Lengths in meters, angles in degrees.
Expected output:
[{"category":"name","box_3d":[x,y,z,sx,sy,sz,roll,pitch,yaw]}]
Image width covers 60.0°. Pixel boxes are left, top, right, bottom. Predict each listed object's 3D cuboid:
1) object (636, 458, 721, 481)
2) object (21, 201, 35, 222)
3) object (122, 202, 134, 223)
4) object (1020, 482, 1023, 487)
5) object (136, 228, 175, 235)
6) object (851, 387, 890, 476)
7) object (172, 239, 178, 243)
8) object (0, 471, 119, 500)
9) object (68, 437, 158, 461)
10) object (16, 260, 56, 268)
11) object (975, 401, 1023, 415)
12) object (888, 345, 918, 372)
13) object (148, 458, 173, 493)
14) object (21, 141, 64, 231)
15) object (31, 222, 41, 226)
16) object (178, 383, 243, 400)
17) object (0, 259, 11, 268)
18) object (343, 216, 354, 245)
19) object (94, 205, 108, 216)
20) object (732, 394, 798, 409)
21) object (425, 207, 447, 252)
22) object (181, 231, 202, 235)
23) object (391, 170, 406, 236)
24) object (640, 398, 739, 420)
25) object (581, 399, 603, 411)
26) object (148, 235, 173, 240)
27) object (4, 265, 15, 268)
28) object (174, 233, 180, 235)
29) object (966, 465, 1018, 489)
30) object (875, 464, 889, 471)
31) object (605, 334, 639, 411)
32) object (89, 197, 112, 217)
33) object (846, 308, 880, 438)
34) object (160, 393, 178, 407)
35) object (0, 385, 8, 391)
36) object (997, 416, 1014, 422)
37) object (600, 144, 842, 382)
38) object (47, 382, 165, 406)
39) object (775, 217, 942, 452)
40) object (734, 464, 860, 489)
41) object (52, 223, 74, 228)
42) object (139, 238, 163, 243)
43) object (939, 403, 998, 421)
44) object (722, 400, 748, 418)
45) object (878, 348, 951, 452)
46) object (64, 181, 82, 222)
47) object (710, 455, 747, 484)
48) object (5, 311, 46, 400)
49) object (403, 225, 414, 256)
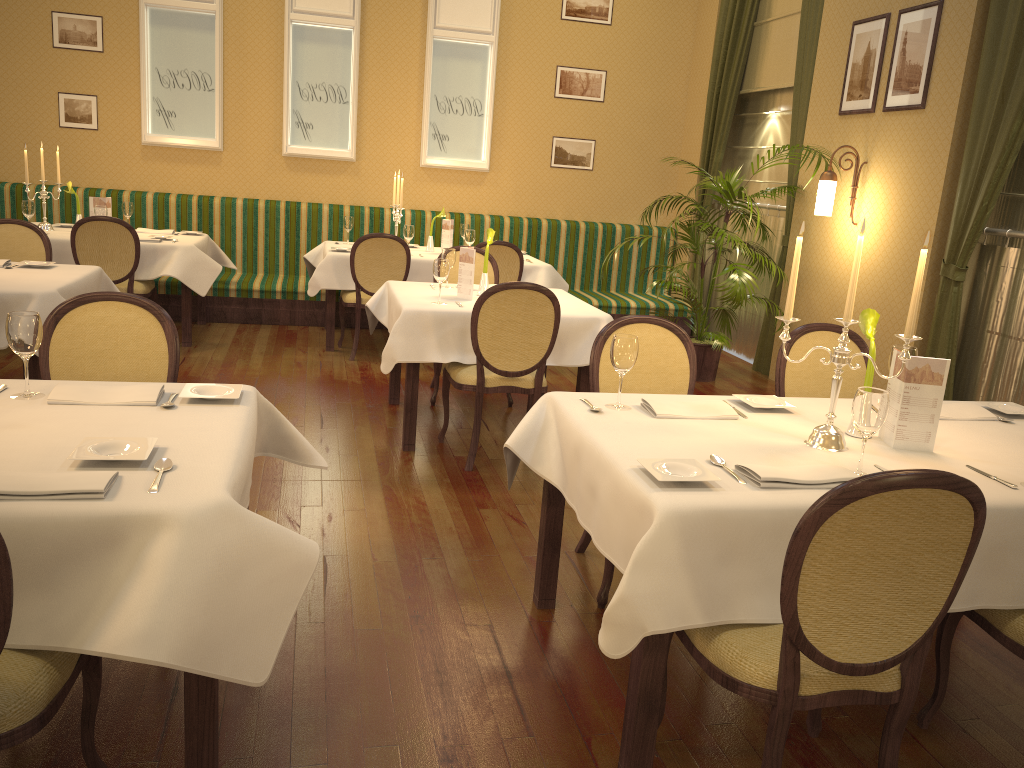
[{"category":"object","box_3d":[0.402,0.218,2.158,0.160,0.024,0.160,1,14,-13]},{"category":"object","box_3d":[-3.439,-1.186,6.312,0.088,0.229,0.088,14,16,34]},{"category":"object","box_3d":[-3.042,-1.325,7.025,0.088,0.229,0.088,12,15,28]},{"category":"object","box_3d":[1.381,0.159,2.285,0.088,0.229,0.088,14,16,34]},{"category":"object","box_3d":[-2.848,-1.219,7.083,0.273,0.033,0.142,1,14,-13]},{"category":"object","box_3d":[0.903,0.126,2.263,0.088,0.229,0.088,14,16,34]},{"category":"object","box_3d":[-2.490,-1.053,6.534,0.038,0.015,0.181,2,14,-11]},{"category":"object","box_3d":[-0.956,0.199,1.793,0.273,0.024,0.142,1,14,-13]},{"category":"object","box_3d":[-0.893,0.155,1.995,0.160,0.024,0.160,1,14,-13]},{"category":"object","box_3d":[-2.555,-0.639,4.762,0.160,0.024,0.160,1,14,-13]},{"category":"object","box_3d":[1.750,0.094,3.123,0.160,0.024,0.160,1,14,-13]},{"category":"object","box_3d":[1.300,-0.013,2.976,0.088,0.229,0.088,14,16,34]},{"category":"object","box_3d":[-0.755,0.194,1.893,0.038,0.015,0.181,2,14,-11]},{"category":"object","box_3d":[-3.481,-1.471,6.588,0.131,0.655,0.390,5,13,1]},{"category":"object","box_3d":[-3.785,-1.234,6.833,0.273,0.033,0.142,1,14,-13]},{"category":"object","box_3d":[-0.856,0.030,2.530,0.160,0.024,0.160,1,14,-13]},{"category":"object","box_3d":[-2.811,-0.640,4.673,0.273,0.033,0.142,1,14,-13]},{"category":"object","box_3d":[-1.368,-1.284,7.410,0.088,0.229,0.088,14,16,34]},{"category":"object","box_3d":[-2.977,-1.177,6.427,0.088,0.229,0.088,14,16,34]},{"category":"object","box_3d":[0.833,0.067,2.933,0.160,0.024,0.160,1,14,-13]},{"category":"object","box_3d":[-0.626,-1.279,7.320,0.163,0.375,0.076,-2,15,-26]},{"category":"object","box_3d":[-2.592,-1.218,7.172,0.160,0.024,0.160,1,14,-13]},{"category":"object","box_3d":[-0.929,-1.409,7.176,0.131,0.655,0.390,3,14,-7]},{"category":"object","box_3d":[0.557,0.078,2.784,0.273,0.033,0.142,1,14,-13]},{"category":"object","box_3d":[0.247,0.063,2.773,0.038,0.015,0.181,2,14,-11]},{"category":"object","box_3d":[-2.628,-1.093,6.636,0.160,0.024,0.160,1,14,-13]},{"category":"object","box_3d":[-2.646,-0.626,4.697,0.038,0.015,0.181,2,14,-11]},{"category":"object","box_3d":[-2.682,-1.205,7.107,0.038,0.015,0.181,2,14,-11]},{"category":"object","box_3d":[1.276,0.244,2.368,0.017,0.010,0.185,1,14,-13]},{"category":"object","box_3d":[0.997,0.237,2.304,0.017,0.010,0.185,1,14,-13]},{"category":"object","box_3d":[0.343,-0.037,2.763,0.088,0.229,0.088,14,16,34]},{"category":"object","box_3d":[-3.063,-1.259,6.647,0.081,0.277,0.166,15,17,37]},{"category":"object","box_3d":[1.070,-0.035,2.681,0.076,0.375,0.163,7,14,8]},{"category":"object","box_3d":[-0.947,0.042,2.465,0.038,0.015,0.181,2,14,-11]},{"category":"object","box_3d":[-1.395,0.029,2.382,0.017,0.010,0.185,2,14,-12]},{"category":"object","box_3d":[1.660,0.107,3.058,0.038,0.015,0.181,2,14,-11]},{"category":"object","box_3d":[1.547,-0.895,6.644,1.552,1.807,1.496,-4,16,-32]},{"category":"object","box_3d":[-1.112,0.028,2.441,0.273,0.033,0.142,1,14,-13]},{"category":"object","box_3d":[0.928,-0.137,2.474,0.390,0.655,0.131,17,18,41]},{"category":"object","box_3d":[0.715,0.225,2.223,0.273,0.033,0.142,1,14,-13]},{"category":"object","box_3d":[-3.509,-1.245,6.981,0.160,0.024,0.160,1,14,-13]},{"category":"object","box_3d":[-2.691,-1.048,6.434,0.273,0.024,0.142,1,14,-13]},{"category":"object","box_3d":[1.494,0.093,3.034,0.273,0.033,0.142,1,14,-13]},{"category":"object","box_3d":[0.720,0.081,2.863,0.017,0.010,0.185,2,14,-12]},{"category":"object","box_3d":[1.143,0.050,2.567,0.081,0.277,0.166,-7,18,-40]},{"category":"object","box_3d":[-3.277,-1.329,6.651,0.076,0.375,0.163,7,14,8]},{"category":"object","box_3d":[0.543,0.214,2.239,0.038,0.015,0.181,2,14,-11]},{"category":"object","box_3d":[-1.307,-0.077,2.383,0.088,0.229,0.088,14,16,34]},{"category":"object","box_3d":[-0.808,-1.120,6.911,0.088,0.229,0.088,14,16,34]}]
